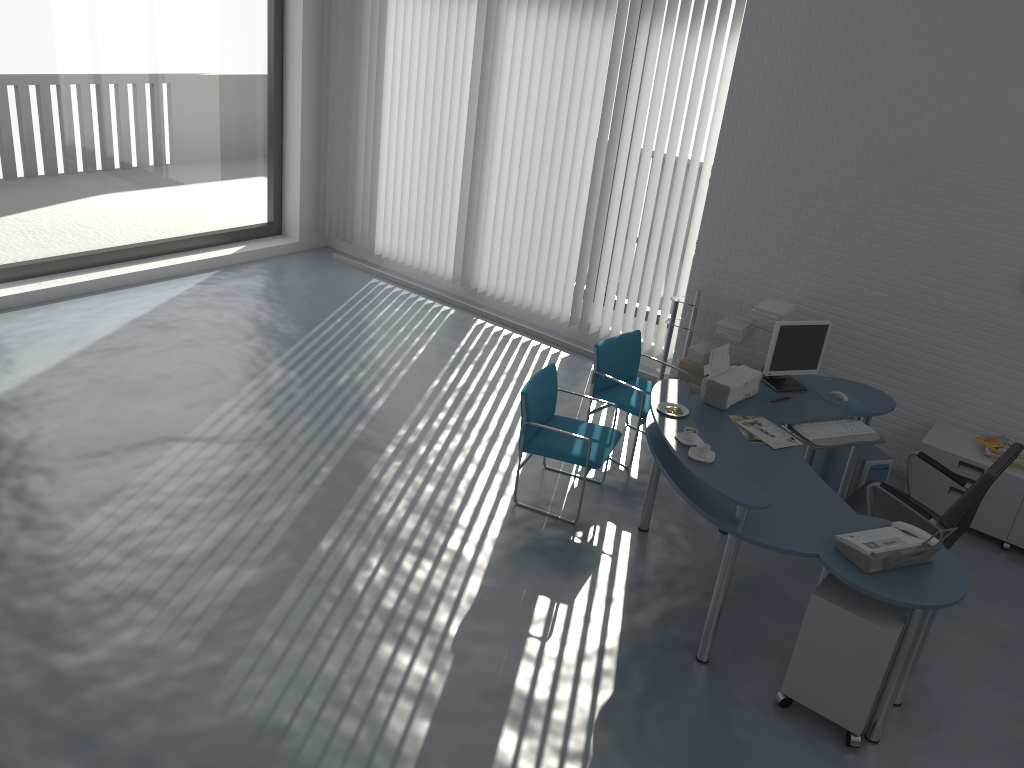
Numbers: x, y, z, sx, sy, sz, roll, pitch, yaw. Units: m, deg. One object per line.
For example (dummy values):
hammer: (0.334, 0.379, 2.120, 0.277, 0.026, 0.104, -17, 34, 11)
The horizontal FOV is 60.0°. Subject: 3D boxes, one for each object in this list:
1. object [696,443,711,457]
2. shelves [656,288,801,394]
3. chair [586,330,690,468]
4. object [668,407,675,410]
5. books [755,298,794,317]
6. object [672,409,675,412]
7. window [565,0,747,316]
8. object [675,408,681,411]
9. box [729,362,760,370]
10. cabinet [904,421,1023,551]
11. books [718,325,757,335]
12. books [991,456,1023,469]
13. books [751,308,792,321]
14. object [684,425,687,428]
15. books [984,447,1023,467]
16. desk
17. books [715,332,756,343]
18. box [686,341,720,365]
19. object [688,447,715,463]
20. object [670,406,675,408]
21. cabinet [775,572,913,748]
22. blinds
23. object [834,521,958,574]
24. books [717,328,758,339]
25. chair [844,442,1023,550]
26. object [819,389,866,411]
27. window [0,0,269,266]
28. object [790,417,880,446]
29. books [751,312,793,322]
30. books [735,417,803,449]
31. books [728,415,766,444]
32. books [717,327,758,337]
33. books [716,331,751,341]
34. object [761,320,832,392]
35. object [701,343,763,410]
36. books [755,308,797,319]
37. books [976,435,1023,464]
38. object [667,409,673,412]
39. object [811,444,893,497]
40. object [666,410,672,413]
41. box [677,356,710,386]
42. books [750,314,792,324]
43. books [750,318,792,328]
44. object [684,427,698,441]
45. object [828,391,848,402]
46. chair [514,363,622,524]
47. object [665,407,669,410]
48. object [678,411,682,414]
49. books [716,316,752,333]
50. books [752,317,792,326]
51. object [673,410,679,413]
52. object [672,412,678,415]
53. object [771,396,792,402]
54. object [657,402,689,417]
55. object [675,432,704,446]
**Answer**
object: (0.861, 0.299, 3.980, 0.078, 0.049, 0.062, -8, 29, -31)
shelves: (1.529, -0.125, 6.317, 0.896, 0.848, 0.441, 24, 29, 32)
chair: (0.818, 0.090, 5.820, 0.543, 0.707, 0.542, 26, 30, 35)
object: (0.791, 0.121, 4.397, 0.025, 0.005, 0.027, 26, 30, 35)
books: (1.771, -0.518, 5.981, 0.190, 0.015, 0.270, 20, 28, 27)
object: (0.804, 0.132, 4.387, 0.025, 0.005, 0.027, 16, 26, 18)
window: (0.423, -2.170, 7.613, 3.635, 2.562, 0.008, 23, 29, 31)
object: (0.823, 0.126, 4.396, 0.027, 0.005, 0.025, 3, 25, -9)
box: (1.596, -0.024, 6.268, 0.207, 0.133, 0.347, 23, 29, 31)
cabinet: (3.086, 0.718, 5.350, 1.259, 0.484, 0.447, 23, 29, 31)
books: (1.582, -0.410, 6.193, 0.190, 0.015, 0.270, 24, 29, 32)
books: (3.028, 0.451, 5.308, 0.300, 0.020, 0.210, 15, 26, 17)
books: (1.759, -0.491, 5.993, 0.190, 0.015, 0.270, 25, 30, 33)
object: (0.836, 0.215, 4.203, 0.025, 0.021, 0.119, 4, 25, -8)
books: (3.003, 0.425, 5.308, 0.300, 0.020, 0.210, 20, 28, 26)
desk: (1.335, 0.600, 4.614, 1.402, 0.900, 2.282, 11, 25, 9)
books: (1.567, -0.357, 6.217, 0.190, 0.015, 0.270, 22, 29, 30)
box: (1.378, -0.224, 6.374, 0.139, 0.090, 0.234, 26, 30, 35)
object: (0.852, 0.321, 3.986, 0.119, 0.016, 0.119, 13, 25, 12)
object: (0.800, 0.118, 4.417, 0.025, 0.005, 0.027, 1, 25, -13)
cabinet: (1.494, 1.128, 3.864, 0.383, 0.605, 0.559, 24, 29, 33)
blinds: (-0.174, -2.199, 7.434, 4.001, 2.955, 0.158, 23, 29, 31)
object: (1.591, 0.595, 3.613, 0.405, 0.280, 0.399, -4, 27, -23)
books: (1.579, -0.382, 6.203, 0.190, 0.015, 0.270, 23, 29, 31)
chair: (2.091, 0.671, 4.611, 0.652, 0.948, 0.584, 26, 31, 36)
object: (1.923, 0.081, 5.134, 0.213, 0.026, 0.285, -13, 32, -38)
window: (-3.156, -2.429, 7.402, 0.008, 2.691, 2.824, 23, 29, 31)
object: (1.779, 0.251, 4.884, 0.478, 0.028, 0.276, -3, 27, -22)
books: (1.761, -0.480, 6.005, 0.190, 0.015, 0.270, 23, 29, 31)
books: (1.335, 0.254, 4.613, 0.200, 0.010, 0.300, -7, 28, -28)
books: (1.279, 0.238, 4.639, 0.200, 0.005, 0.300, 3, 25, -10)
books: (1.577, -0.394, 6.193, 0.190, 0.015, 0.270, 22, 29, 30)
books: (1.569, -0.370, 6.211, 0.190, 0.015, 0.270, 21, 28, 27)
object: (1.617, -0.188, 5.164, 0.365, 0.417, 0.212, -2, 26, -20)
object: (1.218, -0.050, 4.925, 0.197, 0.273, 0.392, 26, 31, 35)
books: (1.783, -0.503, 5.988, 0.190, 0.015, 0.270, 23, 29, 31)
books: (2.982, 0.393, 5.325, 0.210, 0.020, 0.300, -2, 26, -19)
object: (0.778, 0.132, 4.371, 0.027, 0.005, 0.025, 13, 25, 13)
object: (2.087, 0.550, 5.512, 0.199, 0.422, 0.471, -1, 26, -18)
object: (0.774, 0.134, 4.374, 0.027, 0.005, 0.025, 10, 25, 6)
box: (1.364, -0.123, 6.420, 0.207, 0.133, 0.347, 21, 28, 27)
books: (1.755, -0.465, 6.007, 0.190, 0.015, 0.270, 24, 29, 32)
books: (1.760, -0.436, 6.018, 0.190, 0.015, 0.270, 23, 29, 31)
object: (0.829, 0.233, 4.114, 0.062, 0.049, 0.078, 18, 27, 22)
object: (1.896, 0.063, 5.147, 0.054, 0.035, 0.115, -15, 33, -40)
chair: (0.318, 0.333, 5.150, 0.543, 0.707, 0.542, 16, 26, 18)
object: (0.773, 0.122, 4.401, 0.025, 0.005, 0.027, -1, 26, -17)
object: (0.829, 0.139, 4.380, 0.025, 0.005, 0.027, 8, 24, 2)
books: (1.562, -0.425, 6.184, 0.190, 0.015, 0.270, 21, 28, 28)
books: (1.762, -0.450, 6.012, 0.190, 0.015, 0.270, 22, 28, 29)
object: (0.808, 0.136, 4.370, 0.025, 0.005, 0.027, 19, 27, 24)
object: (0.802, 0.145, 4.360, 0.027, 0.005, 0.025, 18, 26, 21)
object: (1.528, 0.086, 5.028, 0.178, 0.013, 0.013, -10, 30, -34)
object: (0.796, 0.129, 4.390, 0.162, 0.011, 0.162, 2, 25, -12)
object: (0.822, 0.257, 4.117, 0.119, 0.016, 0.119, 0, 25, -16)
